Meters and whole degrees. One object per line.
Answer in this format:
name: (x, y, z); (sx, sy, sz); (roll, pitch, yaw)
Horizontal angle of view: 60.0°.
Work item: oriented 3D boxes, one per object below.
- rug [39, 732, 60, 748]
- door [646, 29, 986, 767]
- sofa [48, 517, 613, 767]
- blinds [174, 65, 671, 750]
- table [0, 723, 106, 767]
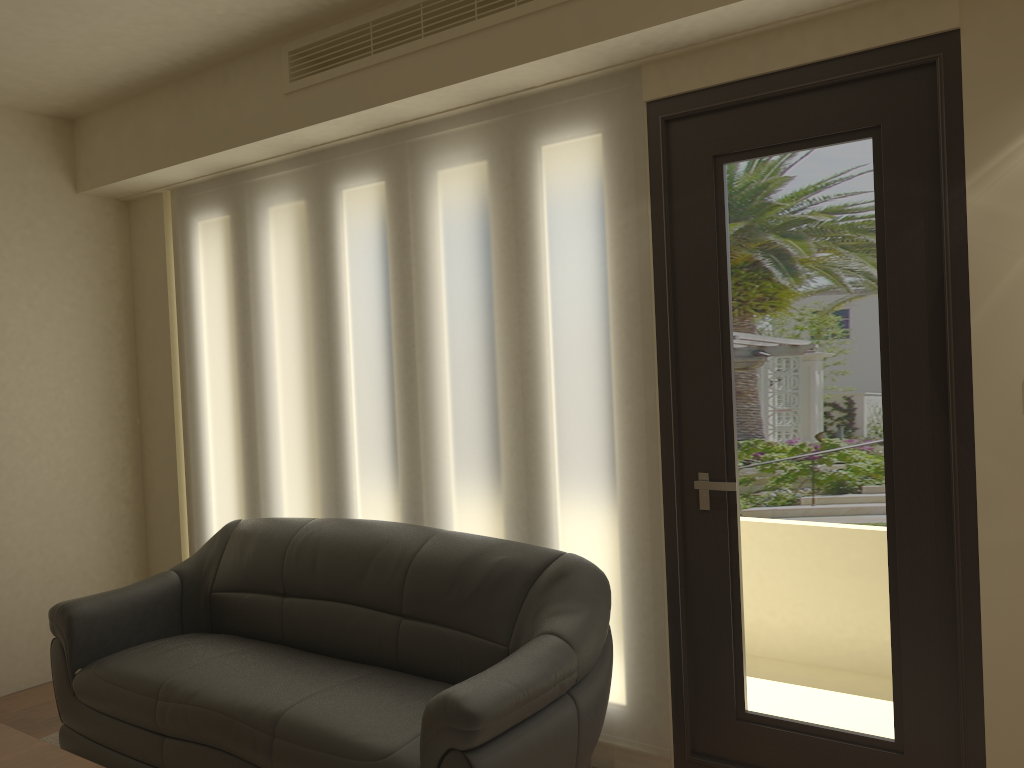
rug: (-1.178, 1.559, 2.103); (3.592, 0.011, 2.482); (-2, 1, 36)
door: (0.965, 0.186, 2.917); (1.011, 2.420, 0.118); (-2, 1, 36)
sofa: (-0.773, 1.048, 3.425); (2.337, 0.918, 0.944); (-2, 1, 36)
blinds: (-0.631, 0.127, 3.996); (2.830, 2.453, 0.002); (-2, 1, 36)
table: (-1.590, 1.337, 2.173); (1.213, 0.482, 1.045); (-2, 1, 36)
